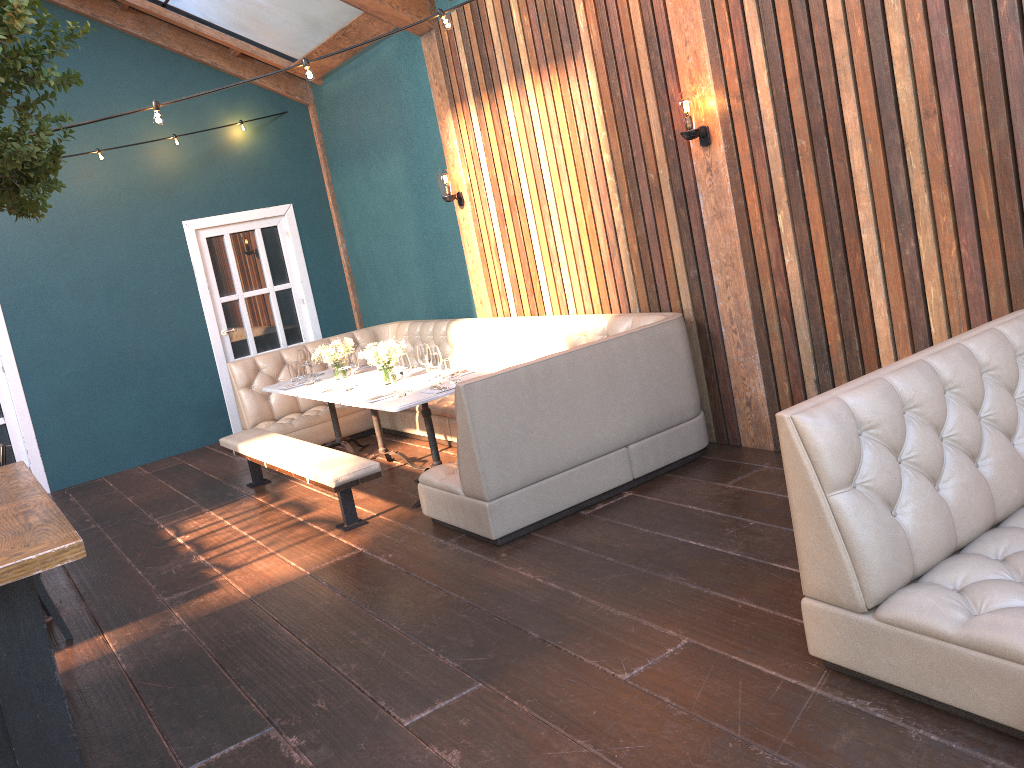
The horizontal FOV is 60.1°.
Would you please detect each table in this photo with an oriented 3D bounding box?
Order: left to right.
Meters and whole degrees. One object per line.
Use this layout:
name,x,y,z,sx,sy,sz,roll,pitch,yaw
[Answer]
table,-1.414,0.269,7.044,0.805,0.667,0.799,-17,11,-33
table,-0.964,0.306,6.363,0.805,0.667,0.799,-17,10,-32
table,-0.515,0.343,5.681,0.805,0.667,0.799,-17,11,-33

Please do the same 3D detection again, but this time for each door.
door,-5.447,0.242,7.275,8.243,2.192,0.174,-18,9,-32

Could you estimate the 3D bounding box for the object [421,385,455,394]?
object,-0.457,0.026,5.413,0.159,0.019,0.255,-18,12,-31

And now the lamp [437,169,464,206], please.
lamp,-0.514,-1.602,7.238,0.179,0.317,0.146,-16,9,-32

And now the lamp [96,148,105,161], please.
lamp,-3.626,-2.023,7.797,0.057,0.118,0.061,-16,9,-31

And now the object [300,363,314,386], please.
object,-1.554,-0.072,6.733,0.091,0.157,0.093,-4,11,43

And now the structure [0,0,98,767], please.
structure,-2.494,-0.222,2.496,2.731,3.667,2.858,-15,9,-23

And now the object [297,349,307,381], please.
object,-1.649,-0.154,7.039,0.092,0.242,0.093,-10,7,10

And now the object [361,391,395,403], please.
object,-0.807,0.074,5.534,0.257,0.019,0.157,-18,12,-32

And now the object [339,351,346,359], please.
object,-1.373,-0.192,7.186,0.091,0.157,0.093,-4,11,43

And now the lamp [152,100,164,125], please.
lamp,-1.738,-1.326,4.328,0.056,0.120,0.057,-6,9,34

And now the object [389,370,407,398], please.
object,-0.694,0.001,5.420,0.091,0.157,0.093,-4,11,43

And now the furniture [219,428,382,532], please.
furniture,-1.489,0.613,6.026,0.315,0.396,2.330,-16,11,-32

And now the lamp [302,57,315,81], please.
lamp,-1.032,-1.595,4.481,0.056,0.120,0.057,-6,9,35

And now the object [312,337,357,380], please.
object,-1.339,-0.189,6.718,0.328,0.307,0.340,-8,9,22

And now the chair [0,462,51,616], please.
chair,-2.912,0.811,4.776,0.544,1.012,0.477,-16,9,-32

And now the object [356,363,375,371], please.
object,-1.232,-0.130,7.088,0.257,0.019,0.157,-18,12,-32

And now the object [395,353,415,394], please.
object,-0.666,-0.067,5.517,0.092,0.242,0.093,-9,7,15

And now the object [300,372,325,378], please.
object,-1.626,-0.076,7.217,0.159,0.019,0.255,-18,12,-31

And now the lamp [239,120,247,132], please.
lamp,-2.702,-2.594,8.885,0.056,0.120,0.057,-5,10,39

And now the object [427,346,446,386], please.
object,-0.478,-0.113,5.565,0.092,0.242,0.093,-9,7,15

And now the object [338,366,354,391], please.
object,-1.135,-0.035,6.083,0.091,0.157,0.093,-4,11,43

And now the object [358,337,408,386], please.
object,-0.869,-0.155,6.031,0.335,0.307,0.332,-10,9,10

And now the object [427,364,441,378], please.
object,-0.519,-0.122,5.891,0.091,0.157,0.093,-4,11,43

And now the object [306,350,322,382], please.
object,-1.527,-0.139,6.830,0.092,0.242,0.093,-10,7,10

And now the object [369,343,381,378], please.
object,-0.976,-0.171,6.411,0.092,0.242,0.093,-9,7,15

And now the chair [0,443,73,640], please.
chair,-2.611,0.843,4.283,0.476,1.012,0.545,-5,10,40

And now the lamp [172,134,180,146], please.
lamp,-3.164,-2.301,8.338,0.056,0.119,0.057,-13,7,-11

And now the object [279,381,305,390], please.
object,-1.668,0.001,6.848,0.257,0.019,0.157,-18,12,-32

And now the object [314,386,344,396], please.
object,-1.248,0.038,6.198,0.257,0.019,0.157,-18,12,-32

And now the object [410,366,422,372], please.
object,-0.791,-0.094,6.419,0.257,0.019,0.157,-18,12,-32

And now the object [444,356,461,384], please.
object,-0.368,-0.085,5.532,0.091,0.157,0.093,-4,11,43

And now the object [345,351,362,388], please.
object,-1.107,-0.102,6.180,0.092,0.242,0.093,-9,7,15

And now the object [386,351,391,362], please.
object,-0.932,-0.156,6.518,0.091,0.157,0.093,-4,11,43

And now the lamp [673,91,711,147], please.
lamp,0.998,-1.477,4.944,0.179,0.317,0.146,-16,9,-32

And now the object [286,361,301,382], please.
object,-1.742,-0.099,7.082,0.091,0.157,0.093,-4,11,43

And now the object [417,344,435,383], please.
object,-0.563,-0.137,5.784,0.092,0.242,0.093,-9,7,15

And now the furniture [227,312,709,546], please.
furniture,-0.613,0.101,6.568,1.724,0.852,4.160,-17,12,-32

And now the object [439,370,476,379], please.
object,-0.378,-0.060,5.793,0.257,0.019,0.157,-18,12,-32

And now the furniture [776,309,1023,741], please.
furniture,2.711,0.375,1.525,1.724,0.852,4.160,-17,12,-32

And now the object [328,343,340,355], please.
object,-1.417,-0.207,7.079,0.092,0.242,0.093,-10,7,10

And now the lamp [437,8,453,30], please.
lamp,-0.347,-1.912,4.631,0.065,0.117,0.057,-6,9,33
